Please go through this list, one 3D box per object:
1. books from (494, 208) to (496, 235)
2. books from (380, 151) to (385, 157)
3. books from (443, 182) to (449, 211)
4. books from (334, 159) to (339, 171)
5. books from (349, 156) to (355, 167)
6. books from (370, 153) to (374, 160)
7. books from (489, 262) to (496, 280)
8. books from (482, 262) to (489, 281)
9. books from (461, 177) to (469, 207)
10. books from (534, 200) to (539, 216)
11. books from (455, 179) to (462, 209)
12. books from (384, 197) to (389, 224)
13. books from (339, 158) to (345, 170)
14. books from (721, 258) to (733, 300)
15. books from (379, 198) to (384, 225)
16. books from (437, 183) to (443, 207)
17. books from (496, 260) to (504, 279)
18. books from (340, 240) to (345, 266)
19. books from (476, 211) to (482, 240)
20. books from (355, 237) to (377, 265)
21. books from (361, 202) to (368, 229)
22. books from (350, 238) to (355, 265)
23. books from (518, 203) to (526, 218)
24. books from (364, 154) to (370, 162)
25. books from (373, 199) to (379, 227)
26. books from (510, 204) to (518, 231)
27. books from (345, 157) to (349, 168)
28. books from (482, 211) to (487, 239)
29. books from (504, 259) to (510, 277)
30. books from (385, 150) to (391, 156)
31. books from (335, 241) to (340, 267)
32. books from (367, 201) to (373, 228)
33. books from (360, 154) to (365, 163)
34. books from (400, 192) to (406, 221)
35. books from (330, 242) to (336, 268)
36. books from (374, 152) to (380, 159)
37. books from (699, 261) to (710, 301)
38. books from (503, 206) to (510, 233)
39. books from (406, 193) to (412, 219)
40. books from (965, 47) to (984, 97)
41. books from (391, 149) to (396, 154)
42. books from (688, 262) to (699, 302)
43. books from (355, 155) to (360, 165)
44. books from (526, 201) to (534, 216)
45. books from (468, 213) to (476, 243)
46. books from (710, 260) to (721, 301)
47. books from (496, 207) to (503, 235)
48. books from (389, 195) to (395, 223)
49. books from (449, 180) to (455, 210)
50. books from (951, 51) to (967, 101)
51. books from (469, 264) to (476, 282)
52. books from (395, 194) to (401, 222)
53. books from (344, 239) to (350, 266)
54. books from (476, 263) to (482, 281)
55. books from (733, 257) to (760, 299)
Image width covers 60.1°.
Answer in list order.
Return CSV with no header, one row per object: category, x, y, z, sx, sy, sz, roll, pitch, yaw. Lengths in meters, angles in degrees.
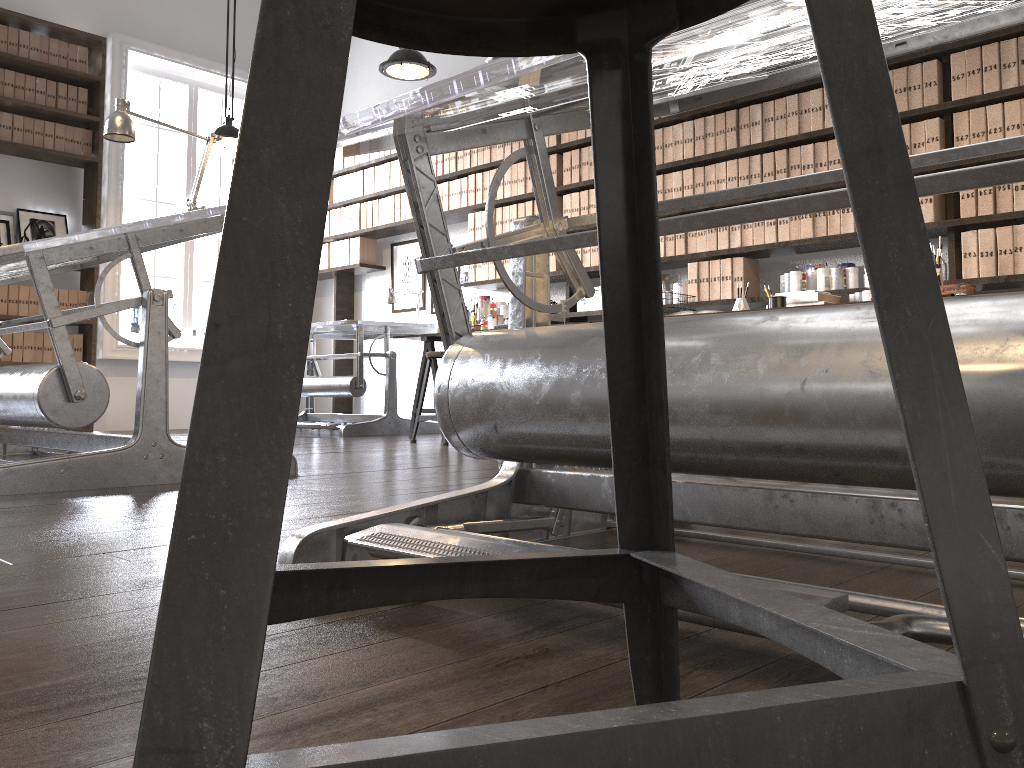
books,-0.083,-1.100,6.196,0.067,0.226,0.174,-3,-4,44
books,-0.974,-1.912,7.115,0.067,0.226,0.174,-3,-4,44
books,-0.427,-1.366,6.547,0.067,0.226,0.174,-3,-4,44
books,-1.425,-1.906,7.557,0.066,0.226,0.174,-3,-4,44
books,-1.270,-1.908,7.401,0.066,0.226,0.174,-3,-4,44
books,-1.069,-1.910,7.211,0.066,0.226,0.174,-3,-4,44
books,-0.078,-0.829,6.173,0.067,0.226,0.174,-3,-4,44
books,-0.129,-0.828,6.225,0.066,0.226,0.174,-3,-4,44
books,-0.281,-1.368,6.407,0.067,0.226,0.174,-3,-4,44
books,0.230,-1.104,5.902,0.066,0.226,0.174,-3,-4,44
books,-0.332,-1.367,6.459,0.066,0.226,0.174,-3,-4,44
books,-0.930,-1.359,7.037,0.066,0.226,0.174,-3,-4,44
books,-1.375,-1.907,7.502,0.067,0.226,0.174,-3,-4,44
books,1.229,-0.572,4.894,0.066,0.226,0.174,-3,-4,44
books,-0.978,-1.359,7.088,0.066,0.226,0.174,-3,-4,44
books,-0.472,-1.365,6.598,0.066,0.226,0.174,-3,-4,44
books,-0.025,-0.830,6.127,0.066,0.226,0.174,-3,-4,44
books,-1.352,-1.083,7.428,0.066,0.226,0.174,-3,-4,44
books,-0.174,-1.099,6.288,0.066,0.226,0.174,-3,-4,44
books,-1.204,-1.085,7.285,0.066,0.226,0.174,-3,-4,44
books,-1.140,-1.357,7.239,0.066,0.226,0.174,-3,-4,44
books,-1.253,-1.085,7.335,0.066,0.226,0.174,-3,-4,44
books,0.123,-1.103,6.006,0.066,0.226,0.174,-3,-4,44
books,-1.120,-1.910,7.255,0.067,0.226,0.174,-3,-4,44
books,-1.029,-1.358,7.135,0.066,0.226,0.174,-3,-4,44
books,0.068,-1.102,6.052,0.066,0.226,0.174,-3,-4,44
books,-1.317,-1.907,7.454,0.066,0.226,0.174,-3,-4,44
books,-0.128,-1.099,6.245,0.066,0.226,0.174,-3,-4,44
books,0.027,-0.830,6.080,0.066,0.226,0.174,-3,-4,44
books,-0.921,-1.912,7.069,0.066,0.226,0.174,-3,-4,44
books,-1.399,-1.083,7.470,0.066,0.226,0.174,-3,-4,44
books,-1.082,-1.357,7.181,0.067,0.226,0.174,-3,-4,44
books,-1.165,-1.909,7.305,0.066,0.226,0.174,-3,-4,44
books,-0.780,-1.361,6.893,0.066,0.226,0.174,-3,-4,44
books,-1.452,-1.082,7.519,0.067,0.226,0.174,-3,-4,44
books,-1.025,-1.911,7.167,0.066,0.226,0.174,-3,-4,44
books,1.130,-0.570,4.995,0.066,0.226,0.174,-3,-4,44
books,0.020,-1.101,6.104,0.066,0.226,0.174,-3,-4,44
books,-0.731,-1.362,6.849,0.066,0.226,0.174,-3,-4,44
books,2.145,-1.406,4.063,0.067,0.226,0.174,-3,-4,44
books,-0.870,-1.913,7.022,0.066,0.226,0.174,-3,-4,44
books,1.077,-0.570,5.038,0.067,0.226,0.174,-3,-4,44
books,-1.216,-1.908,7.355,0.066,0.226,0.174,-3,-4,44
books,0.173,-1.103,5.950,0.067,0.226,0.174,-3,-4,44
books,-0.228,-1.098,6.337,0.067,0.226,0.174,-3,-4,44
books,1.181,-0.571,4.946,0.066,0.226,0.174,-3,-4,44
books,-0.031,-1.101,6.153,0.066,0.226,0.174,-3,-4,44
books,-0.881,-1.360,6.984,0.066,0.226,0.174,-3,-4,44
books,-0.376,-1.367,6.504,0.066,0.226,0.174,-3,-4,44
books,2.102,-1.405,4.110,0.066,0.226,0.174,-3,-4,44
books,-0.224,-0.827,6.313,0.067,0.226,0.174,-3,-4,44
books,-0.829,-1.361,6.934,0.067,0.226,0.174,-3,-4,44
books,-1.308,-1.084,7.378,0.067,0.226,0.174,-3,-4,44
books,-0.173,-0.828,6.270,0.066,0.226,0.174,-3,-4,44
books,1.283,-0.572,4.848,0.066,0.226,0.174,-3,-4,44
